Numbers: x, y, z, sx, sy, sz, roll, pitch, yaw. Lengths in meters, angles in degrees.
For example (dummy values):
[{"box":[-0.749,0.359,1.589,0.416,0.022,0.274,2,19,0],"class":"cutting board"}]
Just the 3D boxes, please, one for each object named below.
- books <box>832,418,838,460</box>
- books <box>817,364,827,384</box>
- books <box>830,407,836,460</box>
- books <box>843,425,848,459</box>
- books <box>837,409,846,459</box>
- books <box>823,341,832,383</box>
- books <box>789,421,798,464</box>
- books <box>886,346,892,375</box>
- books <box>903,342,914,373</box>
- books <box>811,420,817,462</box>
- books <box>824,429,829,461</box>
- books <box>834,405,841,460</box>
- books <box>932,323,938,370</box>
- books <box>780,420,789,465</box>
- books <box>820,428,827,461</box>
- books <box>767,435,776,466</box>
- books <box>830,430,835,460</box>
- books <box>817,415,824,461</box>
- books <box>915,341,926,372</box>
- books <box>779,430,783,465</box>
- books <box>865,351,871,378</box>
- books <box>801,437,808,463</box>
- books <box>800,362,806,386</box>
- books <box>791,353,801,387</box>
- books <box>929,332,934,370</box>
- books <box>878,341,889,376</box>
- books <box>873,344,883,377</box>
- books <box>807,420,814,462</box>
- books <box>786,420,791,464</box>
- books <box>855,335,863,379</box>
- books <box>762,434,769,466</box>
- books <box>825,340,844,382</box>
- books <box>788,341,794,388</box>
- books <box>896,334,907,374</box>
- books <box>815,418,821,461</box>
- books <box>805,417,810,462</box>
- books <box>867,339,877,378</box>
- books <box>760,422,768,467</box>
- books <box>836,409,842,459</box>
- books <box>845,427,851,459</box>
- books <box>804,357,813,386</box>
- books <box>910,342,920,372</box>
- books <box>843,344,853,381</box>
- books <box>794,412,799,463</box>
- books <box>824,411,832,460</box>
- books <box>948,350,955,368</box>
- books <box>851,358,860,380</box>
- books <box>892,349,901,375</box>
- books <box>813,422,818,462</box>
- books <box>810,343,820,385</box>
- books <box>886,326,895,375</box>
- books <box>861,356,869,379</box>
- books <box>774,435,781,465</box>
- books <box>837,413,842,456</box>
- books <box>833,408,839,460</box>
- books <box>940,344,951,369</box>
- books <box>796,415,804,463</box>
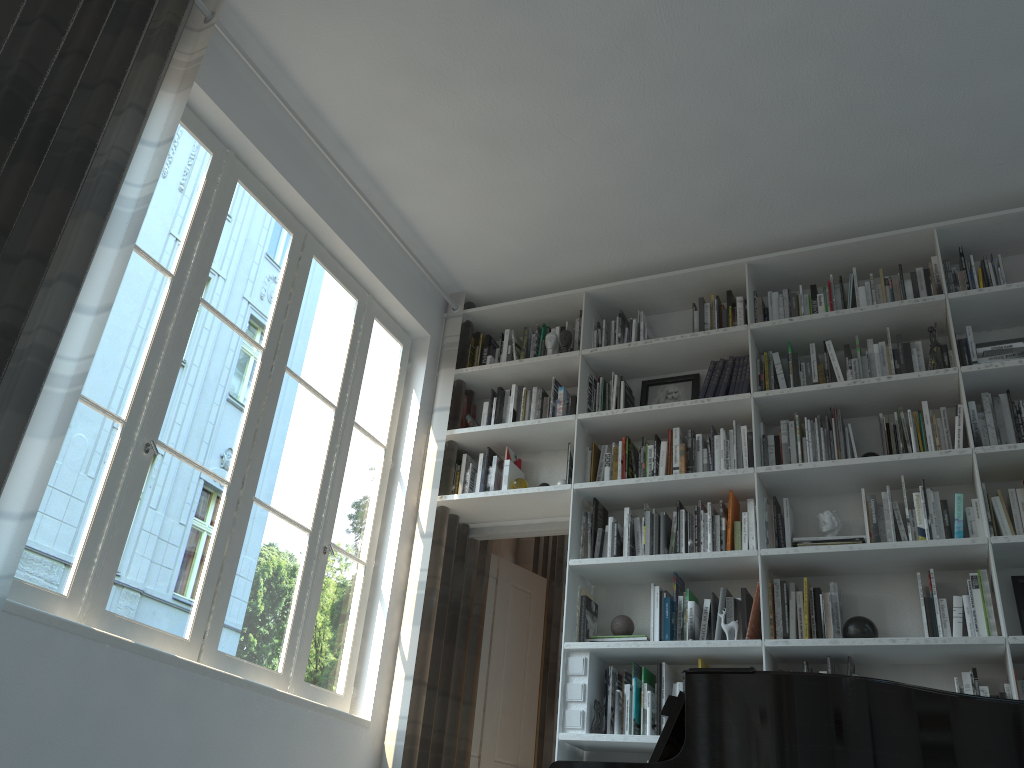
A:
[{"box":[1.434,0.301,3.907,0.010,0.260,0.159,-8,-31,23],"class":"books"},{"box":[1.439,0.026,4.081,0.034,0.179,0.161,-8,-32,23],"class":"books"},{"box":[1.434,0.279,3.929,0.004,0.319,0.153,-8,-31,23],"class":"books"},{"box":[1.478,0.317,3.902,0.009,0.235,0.135,-8,-31,23],"class":"books"},{"box":[1.457,0.280,3.891,0.011,0.285,0.189,-8,-31,23],"class":"books"},{"box":[1.469,-0.032,4.110,0.013,0.313,0.136,-8,-31,23],"class":"books"},{"box":[1.274,0.322,3.974,0.024,0.261,0.178,-8,-31,23],"class":"books"},{"box":[1.700,-0.036,3.974,0.013,0.229,0.142,-8,-31,23],"class":"books"},{"box":[1.767,-0.044,3.933,0.030,0.216,0.183,-8,-31,23],"class":"books"},{"box":[1.356,0.315,3.947,0.010,0.260,0.170,-8,-31,23],"class":"books"},{"box":[1.405,0.328,3.924,0.011,0.225,0.130,-8,-31,23],"class":"books"},{"box":[1.453,0.274,3.926,0.005,0.329,0.162,-8,-31,23],"class":"books"},{"box":[1.865,-0.095,3.912,0.058,0.301,0.175,-8,-31,24],"class":"books"},{"box":[1.243,0.320,3.995,0.026,0.278,0.151,-8,-31,23],"class":"books"},{"box":[1.384,0.325,3.905,0.011,0.208,0.182,-8,-31,23],"class":"books"},{"box":[1.192,0.362,4.024,0.029,0.223,0.137,-8,-31,23],"class":"books"},{"box":[1.427,0.331,3.917,0.012,0.216,0.134,-8,-31,23],"class":"books"},{"box":[1.380,0.299,3.931,0.011,0.277,0.170,-8,-31,23],"class":"books"},{"box":[1.820,-0.050,3.933,0.025,0.236,0.153,-8,-31,23],"class":"books"},{"box":[1.227,0.343,3.998,0.012,0.238,0.134,-8,-31,23],"class":"books"},{"box":[1.618,-0.017,4.000,0.010,0.207,0.174,-8,-31,23],"class":"books"},{"box":[1.316,0.353,3.944,0.029,0.186,0.150,-8,-31,23],"class":"books"},{"box":[1.365,0.026,4.116,0.024,0.200,0.154,-8,-31,23],"class":"books"},{"box":[1.337,0.005,4.126,0.031,0.240,0.182,-8,-31,23],"class":"books"},{"box":[1.849,-0.076,3.909,0.055,0.262,0.167,-8,-31,24],"class":"books"},{"box":[1.684,-0.045,3.992,0.028,0.259,0.136,-8,-31,23],"class":"books"},{"box":[1.652,-0.036,3.979,0.021,0.225,0.192,-8,-31,23],"class":"books"},{"box":[1.336,0.310,3.931,0.012,0.250,0.184,-8,-31,23],"class":"books"},{"box":[1.258,0.317,3.984,0.012,0.275,0.157,-8,-31,23],"class":"books"},{"box":[1.591,-0.056,4.038,0.012,0.306,0.145,-8,-31,23],"class":"books"},{"box":[1.161,0.361,4.009,0.015,0.206,0.187,-8,-32,23],"class":"books"},{"box":[1.498,-0.037,4.065,0.075,0.284,0.179,-8,-31,24],"class":"books"},{"box":[1.320,-0.025,4.151,0.012,0.313,0.172,-8,-31,23],"class":"books"},{"box":[1.755,-0.063,3.977,0.022,0.289,0.147,-8,-31,23],"class":"books"},{"box":[1.368,0.305,3.926,0.009,0.259,0.181,-8,-31,24],"class":"books"},{"box":[1.326,0.305,3.936,0.009,0.262,0.190,-8,-31,24],"class":"books"},{"box":[1.643,-0.047,4.021,0.026,0.285,0.138,-8,-31,23],"class":"books"},{"box":[1.159,0.337,4.046,0.012,0.283,0.160,-8,-31,23],"class":"books"},{"box":[1.456,0.284,3.917,0.005,0.304,0.163,-8,-31,23],"class":"books"},{"box":[1.484,0.321,3.888,0.012,0.217,0.151,-8,-31,23],"class":"books"},{"box":[1.387,0.011,4.104,0.029,0.217,0.158,-8,-31,23],"class":"books"},{"box":[1.792,-0.048,3.927,0.022,0.221,0.161,-8,-31,23],"class":"books"},{"box":[1.549,-0.028,4.052,0.027,0.263,0.169,-8,-31,23],"class":"books"},{"box":[1.297,0.302,3.991,0.011,0.315,0.155,-8,-31,23],"class":"books"},{"box":[1.410,0.288,3.919,0.011,0.290,0.177,-8,-31,23],"class":"books"},{"box":[1.933,-0.041,3.884,0.019,0.193,0.098,-8,-31,23],"class":"books"},{"box":[1.568,0.003,4.016,0.028,0.179,0.169,-8,-32,23],"class":"books"},{"box":[1.730,-0.028,3.966,0.024,0.212,0.150,-8,-31,23],"class":"books"},{"box":[1.365,0.317,3.941,0.011,0.254,0.153,-8,-31,23],"class":"books"},{"box":[1.414,-0.025,4.111,0.023,0.292,0.156,-8,-31,23],"class":"books"},{"box":[1.710,-0.079,3.980,0.011,0.312,0.184,-8,-31,23],"class":"books"},{"box":[1.614,-0.004,4.028,0.024,0.211,0.128,-8,-31,23],"class":"books"},{"box":[1.215,0.361,4.011,0.024,0.218,0.140,-8,-31,23],"class":"books"},{"box":[1.458,0.291,3.908,0.004,0.283,0.167,-8,-31,24],"class":"books"},{"box":[1.449,0.282,3.927,0.005,0.314,0.158,-8,-31,23],"class":"books"},{"box":[1.910,-0.049,3.892,0.028,0.210,0.135,-8,-31,23],"class":"books"},{"box":[1.296,0.305,3.962,0.010,0.282,0.184,-8,-31,23],"class":"books"}]
